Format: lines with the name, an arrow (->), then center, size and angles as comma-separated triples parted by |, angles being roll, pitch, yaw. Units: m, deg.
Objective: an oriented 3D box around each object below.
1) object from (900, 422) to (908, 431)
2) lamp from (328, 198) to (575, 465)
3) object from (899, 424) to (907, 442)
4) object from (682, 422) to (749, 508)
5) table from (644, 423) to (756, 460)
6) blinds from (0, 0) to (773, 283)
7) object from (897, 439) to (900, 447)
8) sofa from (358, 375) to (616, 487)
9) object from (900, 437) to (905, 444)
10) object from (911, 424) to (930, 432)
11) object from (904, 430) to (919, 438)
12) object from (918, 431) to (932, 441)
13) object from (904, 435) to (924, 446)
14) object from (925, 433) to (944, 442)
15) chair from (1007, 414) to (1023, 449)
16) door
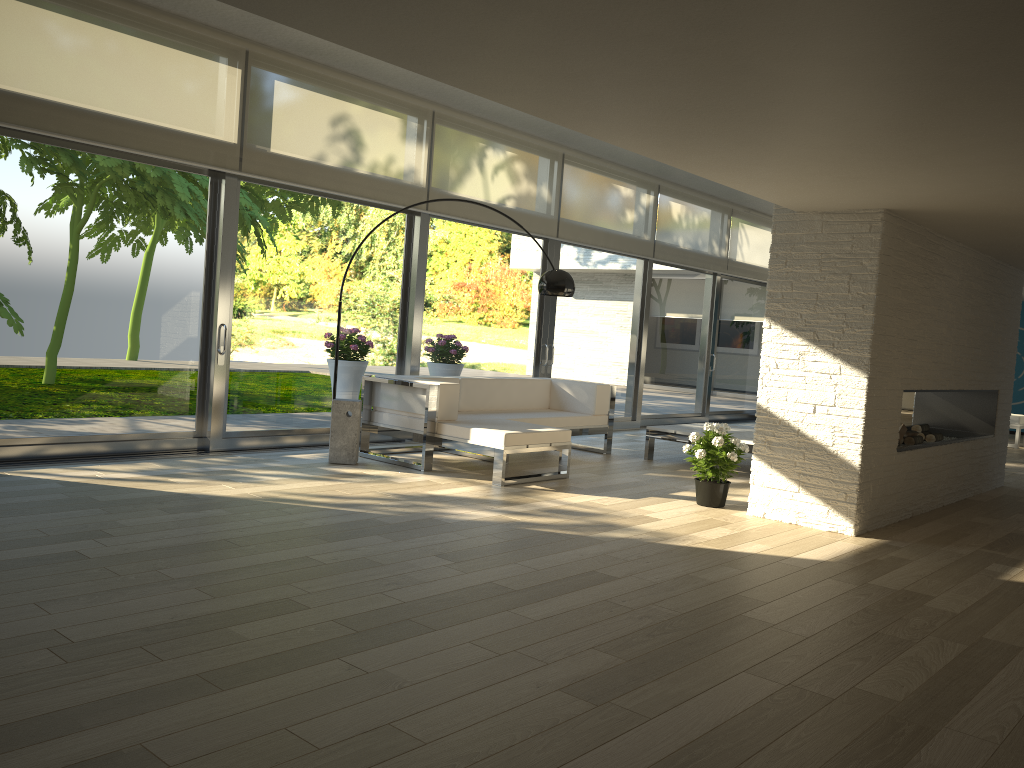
object -> 3.128, 0.383, 7.088 | 0.093, 0.170, 0.271 | 6, 4, 39
lamp -> -0.424, -0.365, 6.621 | 1.753, 2.023, 0.283 | 4, 3, -6
object -> 2.982, 0.388, 6.843 | 0.064, 0.165, 0.225 | 6, 4, 40
object -> 1.375, 0.544, 5.996 | 0.430, 0.570, 0.405 | 3, 3, -27
table -> 2.074, 0.597, 8.154 | 1.221, 0.305, 1.220 | 7, 4, 41
blinds -> 0.498, -1.998, 9.289 | 0.056, 0.983, 11.528 | 6, 4, 41
object -> 2.770, 0.438, 6.507 | 0.082, 0.073, 0.237 | 7, 4, 40
sofa -> 0.103, 0.319, 7.465 | 1.547, 0.654, 2.404 | 7, 4, 41
object -> 3.078, 0.434, 6.980 | 0.076, 0.076, 0.236 | 7, 4, 40
object -> 3.417, 0.370, 7.412 | 0.082, 0.073, 0.237 | 7, 4, 40
object -> 3.135, 0.396, 6.977 | 0.064, 0.060, 0.229 | 7, 4, 42
object -> 3.431, 0.436, 7.385 | 0.076, 0.076, 0.236 | 7, 4, 40
object -> 3.144, 0.441, 6.936 | 0.082, 0.073, 0.237 | 7, 4, 40
object -> 3.498, 0.444, 7.341 | 0.082, 0.073, 0.237 | 7, 4, 40
chair -> 6.838, 0.633, 12.438 | 0.612, 0.442, 0.610 | 7, 4, 41
door -> 2.211, -0.380, 10.214 | 19.454, 2.372, 22.945 | 7, 4, 41
